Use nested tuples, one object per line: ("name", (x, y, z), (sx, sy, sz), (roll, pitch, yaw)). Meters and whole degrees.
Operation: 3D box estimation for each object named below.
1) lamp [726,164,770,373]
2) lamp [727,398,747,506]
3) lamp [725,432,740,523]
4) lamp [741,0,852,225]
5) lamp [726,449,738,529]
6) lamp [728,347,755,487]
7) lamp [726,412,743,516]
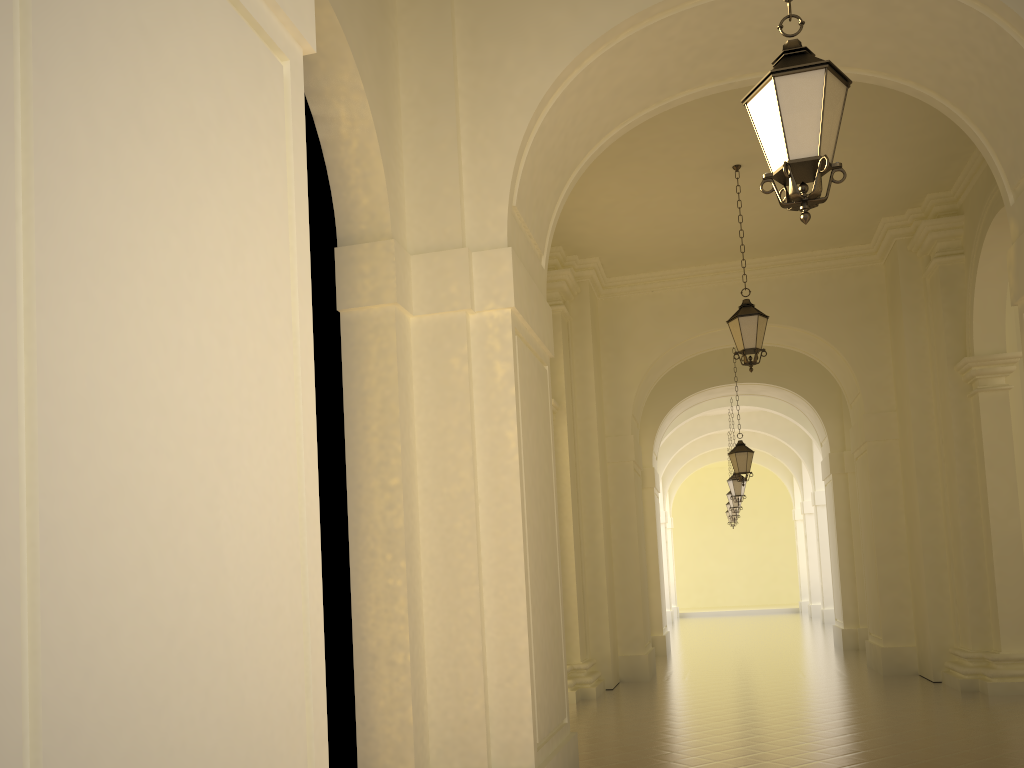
("lamp", (2.803, -1.397, 10.583), (0.446, 2.535, 0.511), (-7, -6, 43))
("lamp", (5.511, 1.391, 21.725), (0.511, 3.270, 0.446), (-4, -4, 13))
("lamp", (7.317, 3.010, 29.223), (0.511, 3.270, 0.446), (-4, -4, 13))
("lamp", (1.305, -2.381, 4.255), (0.442, 3.270, 0.517), (-2, -4, -17))
("lamp", (8.206, 3.808, 32.915), (0.511, 3.270, 0.446), (-4, -4, 13))
("lamp", (4.331, 0.333, 16.822), (0.442, 3.270, 0.517), (-2, -4, -17))
("lamp", (6.422, 2.208, 25.508), (0.511, 3.270, 0.446), (-4, -4, 13))
